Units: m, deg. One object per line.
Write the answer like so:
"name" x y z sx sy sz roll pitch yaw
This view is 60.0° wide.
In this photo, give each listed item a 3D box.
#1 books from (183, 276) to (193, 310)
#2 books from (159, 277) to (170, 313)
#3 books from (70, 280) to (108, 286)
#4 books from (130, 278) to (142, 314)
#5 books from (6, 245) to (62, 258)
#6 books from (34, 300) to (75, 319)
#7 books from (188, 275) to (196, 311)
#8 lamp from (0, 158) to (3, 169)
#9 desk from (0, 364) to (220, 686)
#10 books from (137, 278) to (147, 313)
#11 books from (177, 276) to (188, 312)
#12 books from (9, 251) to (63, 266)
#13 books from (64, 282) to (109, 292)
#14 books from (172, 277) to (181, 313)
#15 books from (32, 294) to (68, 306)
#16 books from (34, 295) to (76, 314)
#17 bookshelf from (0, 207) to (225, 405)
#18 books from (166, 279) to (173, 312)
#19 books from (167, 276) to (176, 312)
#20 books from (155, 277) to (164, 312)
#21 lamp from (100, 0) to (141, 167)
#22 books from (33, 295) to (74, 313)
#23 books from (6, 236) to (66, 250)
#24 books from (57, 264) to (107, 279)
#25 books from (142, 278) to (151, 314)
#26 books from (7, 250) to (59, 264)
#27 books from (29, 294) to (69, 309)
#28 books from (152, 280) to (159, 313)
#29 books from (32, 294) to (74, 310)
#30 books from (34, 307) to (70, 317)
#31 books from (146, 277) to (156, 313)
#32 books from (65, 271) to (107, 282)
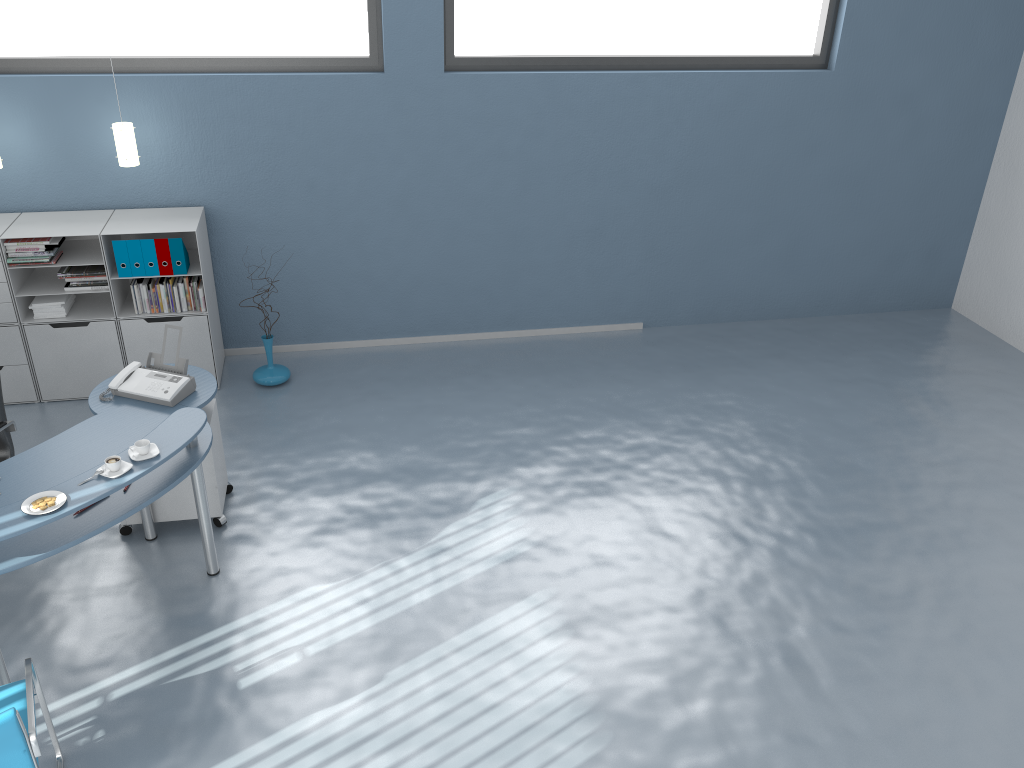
"books" -2.149 -0.624 5.901 0.032 0.229 0.138 -4 29 -11
"books" -2.289 -0.601 5.864 0.038 0.217 0.166 -4 29 -11
"books" -2.717 -0.684 5.744 0.224 0.023 0.212 -4 29 -11
"books" -2.464 -0.584 5.837 0.040 0.203 0.157 -4 29 -11
"books" -3.008 -0.852 5.584 0.265 0.044 0.212 -4 29 -11
"books" -3.011 -0.494 5.837 0.190 0.015 0.270 -4 29 -11
"books" -2.121 -0.608 5.906 0.022 0.198 0.157 -4 29 -11
"lamp" -3.186 -2.119 5.051 0.120 1.786 0.120 21 34 32
"desk" -2.285 0.677 3.989 2.282 0.900 1.402 -18 34 -32
"books" -2.430 -0.602 5.846 0.032 0.229 0.138 -4 29 -11
"books" -2.183 -0.605 5.892 0.040 0.203 0.157 -4 29 -11
"books" -3.010 -0.795 5.616 0.265 0.019 0.209 -4 29 -11
"books" -2.737 -0.657 5.753 0.265 0.034 0.212 -4 29 -11
"books" -2.217 -0.590 5.883 0.032 0.184 0.173 -4 29 -11
"books" -3.008 -0.573 5.795 0.190 0.015 0.270 -7 29 -15
"books" -3.002 -0.523 5.828 0.190 0.015 0.270 -4 29 -10
"bookshelf" -3.190 -0.504 5.883 2.294 1.141 0.521 -4 29 -11
"books" -2.263 -0.600 5.878 0.017 0.203 0.155 -4 29 -11
"books" -2.243 -0.620 5.870 0.021 0.247 0.157 -4 29 -11
"books" -2.325 -0.593 5.872 0.032 0.193 0.146 -4 29 -11
"lamp" -2.403 -2.178 5.205 0.120 1.786 0.120 21 34 32
"books" -3.002 -0.533 5.815 0.190 0.015 0.270 -4 29 -11
"books" -2.993 -0.894 5.579 0.298 0.034 0.187 -4 29 -11
"books" -2.742 -0.738 5.701 0.283 0.041 0.224 -4 29 -11
"books" -2.402 -0.586 5.850 0.022 0.198 0.157 -4 29 -11
"books" -3.019 -0.811 5.590 0.240 0.034 0.234 -4 29 -11
"books" -3.017 -0.555 5.792 0.190 0.015 0.270 -4 29 -11
"books" -2.350 -0.579 5.867 0.021 0.172 0.157 -4 29 -11
"books" -3.004 -0.550 5.814 0.190 0.015 0.270 -3 28 -9
"books" -3.010 -0.507 5.830 0.190 0.015 0.270 -6 29 -14
"books" -2.375 -0.591 5.854 0.032 0.203 0.157 -4 29 -11
"books" -2.731 -0.712 5.734 0.251 0.034 0.197 -4 29 -11
